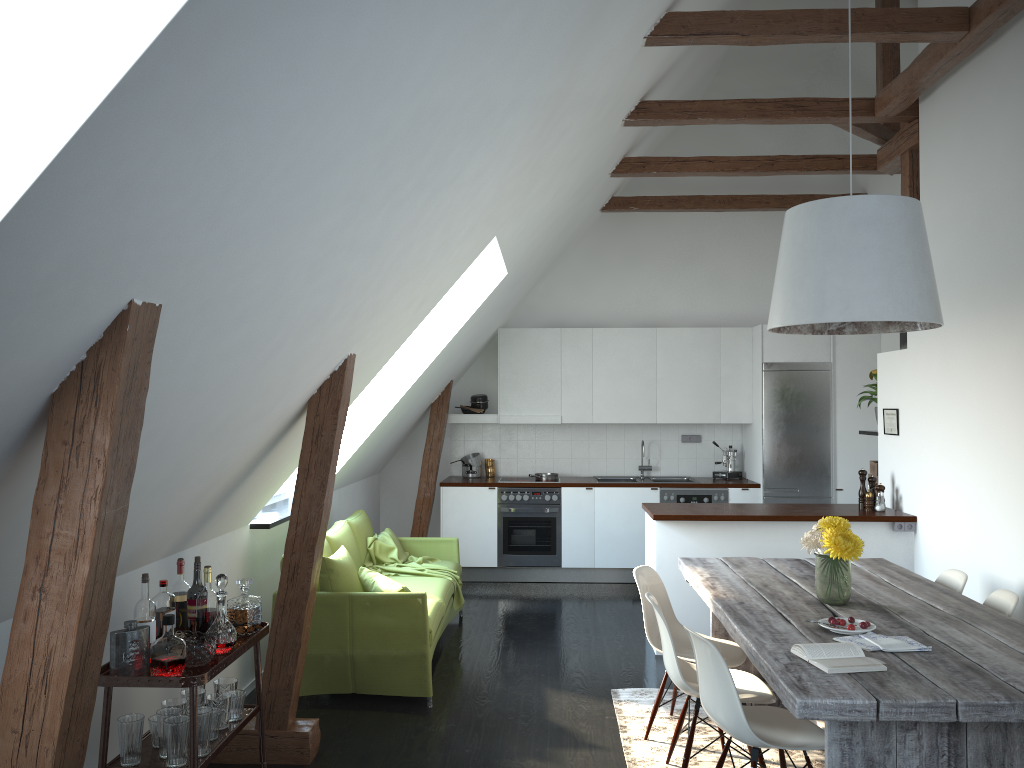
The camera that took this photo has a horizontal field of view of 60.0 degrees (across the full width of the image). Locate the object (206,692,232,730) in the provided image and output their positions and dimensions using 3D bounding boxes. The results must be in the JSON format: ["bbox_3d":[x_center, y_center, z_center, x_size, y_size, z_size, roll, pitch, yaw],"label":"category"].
[{"bbox_3d":[-1.115,1.245,3.371,0.095,0.119,0.095,1,-2,-36],"label":"object"}]

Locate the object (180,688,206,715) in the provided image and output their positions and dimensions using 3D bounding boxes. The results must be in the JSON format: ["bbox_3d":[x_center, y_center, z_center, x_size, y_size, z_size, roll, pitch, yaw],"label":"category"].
[{"bbox_3d":[-1.232,1.247,3.425,0.095,0.119,0.095,1,-2,-36],"label":"object"}]

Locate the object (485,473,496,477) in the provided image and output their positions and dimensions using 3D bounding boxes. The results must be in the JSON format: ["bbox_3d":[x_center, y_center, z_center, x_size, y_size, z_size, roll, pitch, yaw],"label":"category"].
[{"bbox_3d":[-0.213,0.902,8.778,0.100,0.036,0.100,0,-1,-1],"label":"object"}]

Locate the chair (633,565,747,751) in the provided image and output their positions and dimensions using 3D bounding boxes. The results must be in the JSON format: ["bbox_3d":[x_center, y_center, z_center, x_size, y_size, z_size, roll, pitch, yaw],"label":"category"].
[{"bbox_3d":[0.877,1.331,4.395,0.542,0.801,0.465,-1,-2,28],"label":"chair"}]

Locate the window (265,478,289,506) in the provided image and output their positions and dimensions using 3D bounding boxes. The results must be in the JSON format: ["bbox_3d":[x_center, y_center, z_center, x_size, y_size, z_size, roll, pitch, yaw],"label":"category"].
[{"bbox_3d":[1.100,-1.388,2.413,5.959,4.249,8.018,0,-1,2],"label":"window"}]

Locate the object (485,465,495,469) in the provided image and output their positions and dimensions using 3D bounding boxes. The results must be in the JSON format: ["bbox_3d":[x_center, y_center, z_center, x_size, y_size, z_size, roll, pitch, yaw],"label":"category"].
[{"bbox_3d":[-0.221,0.821,8.781,0.099,0.057,0.101,0,-1,14],"label":"object"}]

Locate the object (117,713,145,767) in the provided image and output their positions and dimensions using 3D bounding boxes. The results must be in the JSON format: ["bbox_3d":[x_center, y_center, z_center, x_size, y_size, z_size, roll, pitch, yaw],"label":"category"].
[{"bbox_3d":[-1.305,1.220,3.035,0.087,0.155,0.087,1,-2,-25],"label":"object"}]

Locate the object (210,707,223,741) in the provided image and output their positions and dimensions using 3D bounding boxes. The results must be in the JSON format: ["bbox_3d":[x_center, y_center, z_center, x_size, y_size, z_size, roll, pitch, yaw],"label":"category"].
[{"bbox_3d":[-1.114,1.253,3.263,0.092,0.099,0.092,1,-1,-20],"label":"object"}]

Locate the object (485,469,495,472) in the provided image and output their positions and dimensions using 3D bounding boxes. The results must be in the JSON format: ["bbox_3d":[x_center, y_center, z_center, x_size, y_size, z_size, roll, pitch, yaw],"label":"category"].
[{"bbox_3d":[-0.217,0.863,8.779,0.099,0.051,0.099,0,-1,-12],"label":"object"}]

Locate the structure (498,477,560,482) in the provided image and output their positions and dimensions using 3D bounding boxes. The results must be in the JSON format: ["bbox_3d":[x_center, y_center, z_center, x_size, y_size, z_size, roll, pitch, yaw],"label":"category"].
[{"bbox_3d":[0.170,0.930,8.434,0.574,0.041,0.504,0,-1,2],"label":"structure"}]

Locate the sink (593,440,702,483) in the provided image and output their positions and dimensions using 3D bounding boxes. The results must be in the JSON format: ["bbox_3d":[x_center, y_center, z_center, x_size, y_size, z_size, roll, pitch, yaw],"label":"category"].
[{"bbox_3d":[1.270,0.804,8.464,0.963,0.519,0.671,0,-1,2],"label":"sink"}]

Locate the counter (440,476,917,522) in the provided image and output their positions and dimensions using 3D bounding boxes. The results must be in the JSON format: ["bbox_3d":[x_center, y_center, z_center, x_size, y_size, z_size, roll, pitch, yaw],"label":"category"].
[{"bbox_3d":[0.980,0.905,7.293,3.365,0.038,3.085,0,-1,2],"label":"counter"}]

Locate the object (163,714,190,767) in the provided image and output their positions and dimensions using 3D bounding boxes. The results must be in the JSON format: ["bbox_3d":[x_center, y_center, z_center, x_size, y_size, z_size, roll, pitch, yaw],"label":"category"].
[{"bbox_3d":[-1.143,1.220,3.025,0.087,0.155,0.087,1,-2,-25],"label":"object"}]

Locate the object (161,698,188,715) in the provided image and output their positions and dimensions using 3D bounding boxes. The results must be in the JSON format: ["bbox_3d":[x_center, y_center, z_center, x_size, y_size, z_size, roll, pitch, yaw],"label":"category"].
[{"bbox_3d":[-1.259,1.244,3.306,0.095,0.119,0.095,1,-2,-36],"label":"object"}]

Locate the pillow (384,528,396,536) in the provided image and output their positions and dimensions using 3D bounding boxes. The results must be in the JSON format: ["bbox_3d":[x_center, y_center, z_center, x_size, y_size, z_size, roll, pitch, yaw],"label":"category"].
[{"bbox_3d":[-0.915,1.239,6.613,0.210,0.275,0.462,0,-1,0],"label":"pillow"}]

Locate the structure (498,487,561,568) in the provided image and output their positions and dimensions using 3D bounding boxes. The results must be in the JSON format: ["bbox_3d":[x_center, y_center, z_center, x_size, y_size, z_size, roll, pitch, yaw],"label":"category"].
[{"bbox_3d":[0.174,1.322,8.439,0.583,0.725,0.749,0,-1,2],"label":"structure"}]

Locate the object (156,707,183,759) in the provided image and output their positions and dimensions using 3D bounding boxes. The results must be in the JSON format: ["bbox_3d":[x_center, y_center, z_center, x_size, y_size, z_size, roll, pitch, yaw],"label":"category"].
[{"bbox_3d":[-1.200,1.222,3.104,0.087,0.155,0.087,1,-2,-25],"label":"object"}]

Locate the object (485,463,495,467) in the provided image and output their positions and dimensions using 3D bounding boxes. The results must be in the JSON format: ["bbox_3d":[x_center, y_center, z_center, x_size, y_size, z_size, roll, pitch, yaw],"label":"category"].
[{"bbox_3d":[-0.222,0.802,8.778,0.100,0.036,0.100,1,-2,-31],"label":"object"}]

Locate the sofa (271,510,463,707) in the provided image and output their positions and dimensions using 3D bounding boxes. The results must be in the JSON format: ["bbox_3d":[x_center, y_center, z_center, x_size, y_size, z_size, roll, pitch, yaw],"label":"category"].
[{"bbox_3d":[-0.853,1.356,5.850,0.898,0.825,2.093,0,-1,1],"label":"sofa"}]

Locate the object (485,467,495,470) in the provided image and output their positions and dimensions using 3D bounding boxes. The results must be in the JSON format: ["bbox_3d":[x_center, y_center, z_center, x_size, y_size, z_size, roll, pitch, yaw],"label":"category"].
[{"bbox_3d":[-0.219,0.842,8.782,0.099,0.043,0.100,0,-1,-10],"label":"object"}]

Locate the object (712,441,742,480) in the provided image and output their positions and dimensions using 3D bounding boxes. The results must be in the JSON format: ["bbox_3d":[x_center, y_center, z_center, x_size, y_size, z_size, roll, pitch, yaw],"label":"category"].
[{"bbox_3d":[2.054,0.733,8.572,0.353,0.370,0.206,1,-2,-41],"label":"object"}]

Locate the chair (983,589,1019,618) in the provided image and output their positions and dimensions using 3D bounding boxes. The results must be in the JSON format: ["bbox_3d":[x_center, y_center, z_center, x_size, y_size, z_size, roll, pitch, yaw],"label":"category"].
[{"bbox_3d":[1.952,1.321,3.953,0.542,0.801,0.465,0,-1,8],"label":"chair"}]

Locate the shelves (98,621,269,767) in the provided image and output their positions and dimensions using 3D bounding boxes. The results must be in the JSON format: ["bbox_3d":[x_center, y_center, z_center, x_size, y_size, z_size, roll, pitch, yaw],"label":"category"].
[{"bbox_3d":[-1.203,1.340,3.305,0.438,0.732,0.803,0,-1,-1],"label":"shelves"}]

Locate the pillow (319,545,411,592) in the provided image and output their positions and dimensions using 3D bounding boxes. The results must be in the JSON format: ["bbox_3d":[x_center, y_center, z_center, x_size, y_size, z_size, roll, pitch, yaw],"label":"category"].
[{"bbox_3d":[-0.786,1.142,5.083,0.600,0.387,0.475,0,-1,0],"label":"pillow"}]

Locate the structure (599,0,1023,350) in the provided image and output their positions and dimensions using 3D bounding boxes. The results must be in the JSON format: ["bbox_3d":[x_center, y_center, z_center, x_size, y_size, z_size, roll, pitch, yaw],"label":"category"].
[{"bbox_3d":[3.679,-2.123,0.489,10.230,3.562,15.910,0,-1,8],"label":"structure"}]

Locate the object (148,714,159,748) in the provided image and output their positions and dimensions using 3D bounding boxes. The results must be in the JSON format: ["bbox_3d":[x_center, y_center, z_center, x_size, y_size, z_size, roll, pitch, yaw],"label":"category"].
[{"bbox_3d":[-1.263,1.252,3.199,0.092,0.099,0.092,1,-1,-20],"label":"object"}]

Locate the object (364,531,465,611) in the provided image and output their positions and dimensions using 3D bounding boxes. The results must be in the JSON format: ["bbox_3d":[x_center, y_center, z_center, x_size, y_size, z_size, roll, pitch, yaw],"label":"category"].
[{"bbox_3d":[-0.705,1.349,6.478,0.722,0.493,0.711,0,-1,-2],"label":"object"}]

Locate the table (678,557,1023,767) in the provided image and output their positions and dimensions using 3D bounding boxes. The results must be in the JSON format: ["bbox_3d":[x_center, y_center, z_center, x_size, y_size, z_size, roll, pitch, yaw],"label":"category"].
[{"bbox_3d":[1.438,1.322,3.719,1.141,0.788,2.421,0,-1,2],"label":"table"}]

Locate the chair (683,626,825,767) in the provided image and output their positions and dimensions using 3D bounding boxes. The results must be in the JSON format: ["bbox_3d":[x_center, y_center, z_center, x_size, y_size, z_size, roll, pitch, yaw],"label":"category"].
[{"bbox_3d":[0.917,1.305,3.295,0.542,0.801,0.465,0,-1,-12],"label":"chair"}]

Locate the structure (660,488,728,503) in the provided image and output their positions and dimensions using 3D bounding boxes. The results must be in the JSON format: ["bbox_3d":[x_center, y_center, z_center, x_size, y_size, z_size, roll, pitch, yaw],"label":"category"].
[{"bbox_3d":[1.665,1.314,8.290,0.612,0.725,0.582,0,-1,2],"label":"structure"}]

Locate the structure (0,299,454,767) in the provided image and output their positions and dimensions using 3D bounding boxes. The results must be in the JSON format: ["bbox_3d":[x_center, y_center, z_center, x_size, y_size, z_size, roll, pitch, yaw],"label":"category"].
[{"bbox_3d":[-1.318,0.715,2.311,1.023,1.963,12.350,0,-1,2],"label":"structure"}]

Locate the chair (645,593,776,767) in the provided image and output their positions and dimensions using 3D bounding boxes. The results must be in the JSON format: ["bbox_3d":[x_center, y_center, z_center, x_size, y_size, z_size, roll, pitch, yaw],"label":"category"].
[{"bbox_3d":[0.849,1.317,3.818,0.542,0.801,0.465,0,-1,3],"label":"chair"}]

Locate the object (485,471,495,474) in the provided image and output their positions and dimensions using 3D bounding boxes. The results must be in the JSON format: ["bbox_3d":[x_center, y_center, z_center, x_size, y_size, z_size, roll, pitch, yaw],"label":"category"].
[{"bbox_3d":[-0.215,0.880,8.778,0.100,0.048,0.099,-1,-1,21],"label":"object"}]

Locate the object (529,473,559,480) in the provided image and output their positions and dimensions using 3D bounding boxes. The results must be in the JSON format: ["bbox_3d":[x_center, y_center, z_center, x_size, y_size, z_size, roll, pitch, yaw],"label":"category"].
[{"bbox_3d":[0.278,0.882,8.513,0.351,0.061,0.232,1,-2,-24],"label":"object"}]

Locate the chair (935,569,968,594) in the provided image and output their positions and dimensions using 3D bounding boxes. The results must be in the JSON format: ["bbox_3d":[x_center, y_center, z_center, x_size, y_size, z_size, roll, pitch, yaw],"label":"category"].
[{"bbox_3d":[1.973,1.332,4.426,0.542,0.801,0.465,0,-1,3],"label":"chair"}]

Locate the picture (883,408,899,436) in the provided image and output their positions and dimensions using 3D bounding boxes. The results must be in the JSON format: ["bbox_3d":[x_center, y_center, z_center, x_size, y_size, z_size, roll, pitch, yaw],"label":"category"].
[{"bbox_3d":[2.606,0.260,6.094,0.023,0.182,0.250,0,-1,2],"label":"picture"}]

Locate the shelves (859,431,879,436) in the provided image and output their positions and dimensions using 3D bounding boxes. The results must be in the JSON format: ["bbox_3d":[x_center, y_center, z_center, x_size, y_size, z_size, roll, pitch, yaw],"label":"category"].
[{"bbox_3d":[2.961,0.626,6.527,0.660,0.553,0.408,0,-1,2],"label":"shelves"}]

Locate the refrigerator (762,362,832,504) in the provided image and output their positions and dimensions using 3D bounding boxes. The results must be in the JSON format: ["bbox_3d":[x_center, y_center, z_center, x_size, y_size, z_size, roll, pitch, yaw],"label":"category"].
[{"bbox_3d":[2.576,0.738,8.003,0.609,1.868,0.031,0,-1,2],"label":"refrigerator"}]

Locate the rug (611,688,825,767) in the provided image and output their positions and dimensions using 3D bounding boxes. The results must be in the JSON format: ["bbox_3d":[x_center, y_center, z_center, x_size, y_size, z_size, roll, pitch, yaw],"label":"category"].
[{"bbox_3d":[1.450,1.707,3.690,1.898,0.022,2.677,0,-1,2],"label":"rug"}]

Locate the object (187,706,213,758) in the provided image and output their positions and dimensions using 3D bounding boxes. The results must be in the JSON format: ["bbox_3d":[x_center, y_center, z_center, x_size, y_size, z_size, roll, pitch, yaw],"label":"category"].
[{"bbox_3d":[-1.096,1.222,3.113,0.087,0.155,0.087,1,-2,-25],"label":"object"}]
